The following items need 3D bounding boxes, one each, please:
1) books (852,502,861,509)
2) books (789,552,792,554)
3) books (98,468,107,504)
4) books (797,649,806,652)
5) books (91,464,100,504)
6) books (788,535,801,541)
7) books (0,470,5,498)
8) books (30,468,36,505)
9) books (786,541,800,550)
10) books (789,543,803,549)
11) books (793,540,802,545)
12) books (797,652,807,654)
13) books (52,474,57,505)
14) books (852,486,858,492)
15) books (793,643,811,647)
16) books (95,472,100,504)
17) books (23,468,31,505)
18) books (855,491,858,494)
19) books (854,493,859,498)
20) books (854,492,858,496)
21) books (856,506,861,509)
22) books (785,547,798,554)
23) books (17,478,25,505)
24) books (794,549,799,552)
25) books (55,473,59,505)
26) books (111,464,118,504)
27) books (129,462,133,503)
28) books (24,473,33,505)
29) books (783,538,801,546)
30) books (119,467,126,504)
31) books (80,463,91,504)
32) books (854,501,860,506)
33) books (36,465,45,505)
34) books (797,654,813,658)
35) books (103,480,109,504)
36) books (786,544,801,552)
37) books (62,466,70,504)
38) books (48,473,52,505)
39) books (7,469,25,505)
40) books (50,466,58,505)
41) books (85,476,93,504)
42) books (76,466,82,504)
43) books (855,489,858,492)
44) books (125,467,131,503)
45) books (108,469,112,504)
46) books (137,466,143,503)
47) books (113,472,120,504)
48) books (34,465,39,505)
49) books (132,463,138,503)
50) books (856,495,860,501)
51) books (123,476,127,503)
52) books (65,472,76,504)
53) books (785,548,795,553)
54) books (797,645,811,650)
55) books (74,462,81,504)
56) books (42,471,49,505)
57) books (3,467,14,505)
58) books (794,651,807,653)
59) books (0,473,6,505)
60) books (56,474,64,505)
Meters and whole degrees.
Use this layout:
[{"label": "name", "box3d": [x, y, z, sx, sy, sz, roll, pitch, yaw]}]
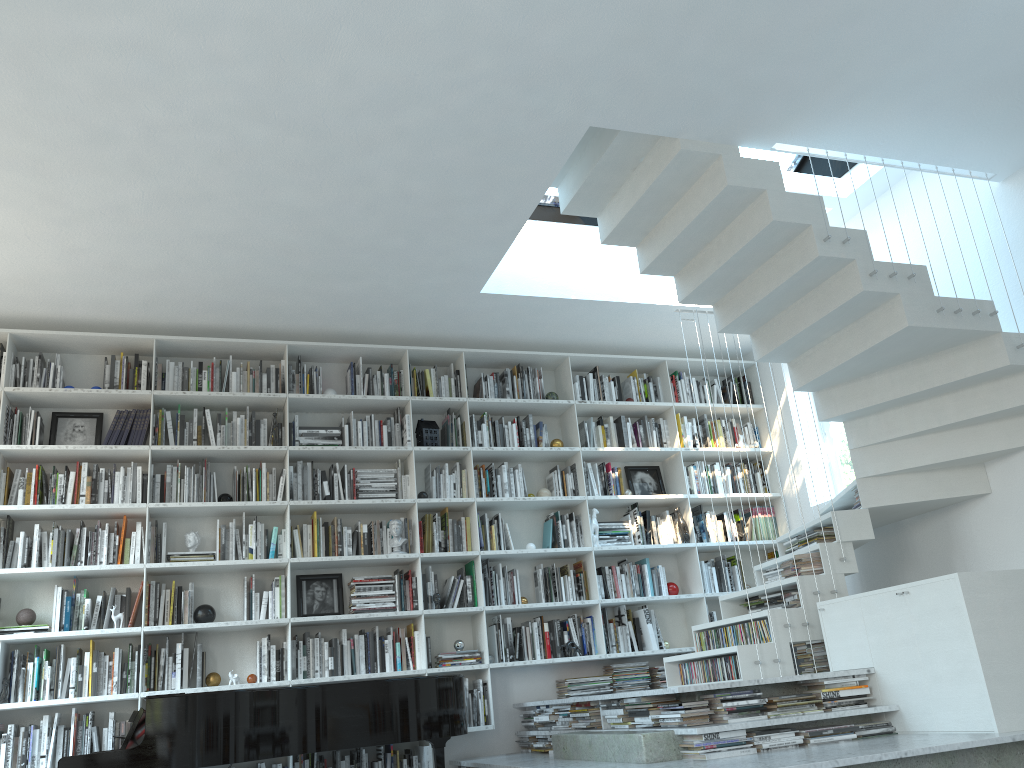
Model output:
[{"label": "books", "box3d": [2.279, 0.743, 5.587, 0.192, 0.006, 0.300, -7, -20, 4]}, {"label": "books", "box3d": [1.951, 1.096, 5.860, 0.152, 0.005, 0.294, -3, -20, -8]}, {"label": "books", "box3d": [-2.567, 0.674, 5.557, 0.029, 0.259, 0.158, 1, -21, -20]}, {"label": "books", "box3d": [2.148, 1.894, 6.327, 0.184, 0.013, 0.136, 3, -21, -22]}, {"label": "books", "box3d": [-2.605, 0.660, 5.545, 0.025, 0.285, 0.162, 1, -21, -20]}, {"label": "books", "box3d": [1.940, 1.023, 5.885, 0.165, 0.014, 0.236, -4, -20, -4]}, {"label": "books", "box3d": [-3.085, 0.663, 5.371, 0.012, 0.253, 0.161, 1, -21, -20]}, {"label": "books", "box3d": [-2.915, 0.663, 5.417, 0.014, 0.251, 0.188, 1, -21, -20]}, {"label": "books", "box3d": [1.940, 1.063, 5.871, 0.168, 0.005, 0.293, -5, -20, -3]}, {"label": "books", "box3d": [1.941, 1.069, 5.869, 0.162, 0.008, 0.291, -5, -20, -2]}, {"label": "books", "box3d": [1.960, 1.051, 5.876, 0.136, 0.017, 0.299, -4, -20, -5]}, {"label": "books", "box3d": [2.150, 1.911, 6.319, 0.190, 0.010, 0.139, 1, -21, -17]}, {"label": "books", "box3d": [-2.804, 0.682, 5.449, 0.014, 0.217, 0.164, 1, -21, -20]}, {"label": "books", "box3d": [2.230, 0.618, 5.381, 0.300, 0.007, 0.159, -7, -20, 4]}, {"label": "books", "box3d": [2.149, 1.853, 6.326, 0.242, 0.013, 0.167, 2, -21, -21]}, {"label": "books", "box3d": [-2.581, 0.682, 5.532, 0.013, 0.231, 0.172, 1, -21, -20]}, {"label": "books", "box3d": [-2.957, 0.659, 5.410, 0.010, 0.262, 0.151, 1, -21, -20]}, {"label": "books", "box3d": [2.233, 0.640, 5.383, 0.262, 0.016, 0.132, -6, -20, 2]}, {"label": "books", "box3d": [2.233, 0.651, 5.364, 0.290, 0.006, 0.149, -8, -20, 8]}, {"label": "books", "box3d": [2.233, 0.646, 5.369, 0.285, 0.007, 0.160, -7, -20, 5]}, {"label": "books", "box3d": [2.282, 0.762, 5.581, 0.170, 0.010, 0.234, -5, -20, -1]}, {"label": "books", "box3d": [1.942, 1.092, 5.861, 0.184, 0.006, 0.263, -4, -20, -6]}, {"label": "books", "box3d": [-2.966, 0.685, 5.378, 0.026, 0.194, 0.176, 1, -21, -20]}, {"label": "books", "box3d": [1.944, 1.107, 5.855, 0.166, 0.018, 0.265, -5, -20, -2]}, {"label": "books", "box3d": [-2.794, 0.680, 5.461, 0.011, 0.228, 0.171, 1, -21, -20]}, {"label": "books", "box3d": [-2.498, 0.662, 5.571, 0.012, 0.279, 0.189, 1, -21, -20]}, {"label": "books", "box3d": [-2.398, 0.656, 5.596, 0.012, 0.290, 0.183, 1, -21, -20]}, {"label": "books", "box3d": [-2.935, 0.674, 5.407, 0.030, 0.229, 0.172, 1, -21, -20]}, {"label": "books", "box3d": [1.932, 1.037, 5.879, 0.190, 0.015, 0.231, -3, -20, -6]}, {"label": "books", "box3d": [-2.451, 0.670, 5.579, 0.022, 0.262, 0.175, 1, -21, -20]}, {"label": "books", "box3d": [-2.650, 0.651, 5.505, 0.030, 0.284, 0.186, 1, -21, -20]}, {"label": "books", "box3d": [2.276, 0.733, 5.591, 0.182, 0.016, 0.199, -6, -20, 0]}, {"label": "books", "box3d": [-2.883, 0.650, 5.426, 0.011, 0.276, 0.164, 1, -21, -20]}, {"label": "books", "box3d": [2.154, 1.926, 6.306, 0.198, 0.014, 0.160, 2, -21, -21]}, {"label": "books", "box3d": [-2.540, 0.710, 5.551, 0.022, 0.185, 0.137, 1, -21, -20]}, {"label": "books", "box3d": [1.939, 1.078, 5.865, 0.171, 0.011, 0.232, -2, -20, -9]}, {"label": "books", "box3d": [-2.755, 0.660, 5.482, 0.014, 0.271, 0.181, 1, -21, -20]}, {"label": "books", "box3d": [-2.834, 0.681, 5.457, 0.012, 0.229, 0.150, 1, -21, -20]}, {"label": "books", "box3d": [-3.018, 0.662, 5.395, 0.062, 0.257, 0.153, 1, -21, -20]}, {"label": "books", "box3d": [-2.823, 0.658, 5.465, 0.012, 0.276, 0.151, 1, -21, -20]}, {"label": "books", "box3d": [-2.617, 0.693, 5.497, 0.029, 0.194, 0.192, 1, -21, -20]}, {"label": "books", "box3d": [-2.676, 0.659, 5.498, 0.023, 0.270, 0.187, 1, -21, -20]}, {"label": "books", "box3d": [2.230, 0.621, 5.366, 0.266, 0.008, 0.164, -5, -20, -1]}, {"label": "books", "box3d": [-2.423, 0.677, 5.611, 0.024, 0.265, 0.155, 1, -21, -20]}, {"label": "books", "box3d": [-2.524, 0.677, 5.575, 0.035, 0.259, 0.131, 1, -21, -20]}, {"label": "books", "box3d": [-2.357, 0.673, 5.615, 0.035, 0.263, 0.178, 1, -21, -20]}, {"label": "books", "box3d": [-2.474, 0.684, 5.565, 0.030, 0.230, 0.173, 1, -21, -20]}, {"label": "books", "box3d": [-2.902, 0.652, 5.431, 0.020, 0.280, 0.165, 1, -21, -20]}, {"label": "books", "box3d": [-2.386, 0.661, 5.612, 0.022, 0.288, 0.170, 1, -21, -20]}, {"label": "books", "box3d": [2.229, 0.662, 5.350, 0.262, 0.023, 0.201, -8, -20, 6]}, {"label": "books", "box3d": [-2.435, 0.701, 5.587, 0.013, 0.205, 0.173, 1, -21, -20]}, {"label": "books", "box3d": [-2.726, 0.678, 5.490, 0.047, 0.237, 0.163, 1, -21, -20]}, {"label": "books", "box3d": [1.939, 1.086, 5.862, 0.170, 0.006, 0.269, -2, -20, -9]}, {"label": "books", "box3d": [2.145, 1.877, 6.335, 0.177, 0.025, 0.131, 1, -21, -17]}, {"label": "books", "box3d": [-2.701, 0.649, 5.514, 0.014, 0.302, 0.152, 1, -21, -20]}, {"label": "books", "box3d": [-2.861, 0.670, 5.446, 0.047, 0.248, 0.134, 1, -21, -20]}, {"label": "books", "box3d": [-3.048, 0.653, 5.369, 0.012, 0.262, 0.181, 1, -21, -20]}, {"label": "books", "box3d": [2.149, 1.903, 6.322, 0.231, 0.008, 0.136, 1, -21, -17]}, {"label": "books", "box3d": [-3.065, 0.670, 5.366, 0.022, 0.231, 0.152, 1, -21, -20]}, {"label": "books", "box3d": [-2.772, 0.683, 5.461, 0.031, 0.216, 0.173, 1, -21, -20]}]
